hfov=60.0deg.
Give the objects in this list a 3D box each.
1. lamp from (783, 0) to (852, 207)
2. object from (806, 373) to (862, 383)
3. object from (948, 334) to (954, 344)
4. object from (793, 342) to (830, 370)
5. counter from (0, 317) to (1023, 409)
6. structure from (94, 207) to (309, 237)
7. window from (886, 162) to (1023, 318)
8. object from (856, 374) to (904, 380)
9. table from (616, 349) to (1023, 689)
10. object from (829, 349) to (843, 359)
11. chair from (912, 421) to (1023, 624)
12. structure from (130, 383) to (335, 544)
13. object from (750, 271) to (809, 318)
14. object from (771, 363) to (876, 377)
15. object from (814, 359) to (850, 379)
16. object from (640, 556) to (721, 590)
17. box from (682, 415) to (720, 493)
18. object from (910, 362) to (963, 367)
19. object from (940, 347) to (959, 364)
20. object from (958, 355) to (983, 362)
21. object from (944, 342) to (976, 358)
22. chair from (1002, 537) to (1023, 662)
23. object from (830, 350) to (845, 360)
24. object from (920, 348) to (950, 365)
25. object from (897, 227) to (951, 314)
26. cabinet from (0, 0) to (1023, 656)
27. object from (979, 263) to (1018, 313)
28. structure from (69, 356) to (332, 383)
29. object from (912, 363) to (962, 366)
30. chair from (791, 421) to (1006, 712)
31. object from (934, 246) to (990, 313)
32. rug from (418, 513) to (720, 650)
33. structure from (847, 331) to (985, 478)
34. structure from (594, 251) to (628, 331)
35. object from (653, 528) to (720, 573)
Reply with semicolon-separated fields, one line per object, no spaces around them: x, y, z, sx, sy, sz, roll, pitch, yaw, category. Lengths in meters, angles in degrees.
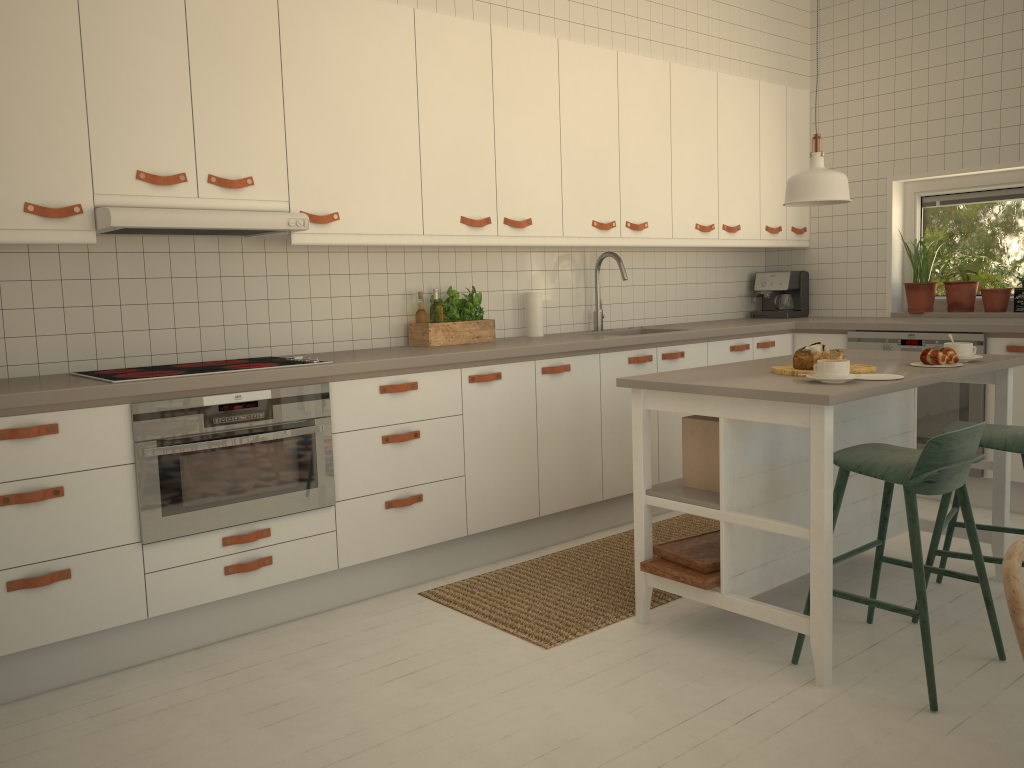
1.047;-1.374;3.040;0.230;1.489;0.230;-7;8;-39;lamp
0.984;-0.015;2.713;0.160;0.020;0.160;0;7;16;object
1.612;-0.137;3.228;0.028;0.086;0.102;-2;6;1;object
0.994;-0.094;2.950;0.090;0.087;0.086;-6;7;-32;object
0.765;-0.047;3.272;4.846;0.162;2.857;-7;8;-40;counter
-1.141;-0.573;3.157;0.681;0.073;0.482;-7;8;-40;structure
2.927;-0.755;4.595;0.293;0.815;1.898;-7;8;-40;window
1.139;-0.021;2.783;0.167;0.005;0.167;-8;9;-44;object
1.168;0.366;3.227;1.424;0.864;0.794;-7;8;-40;table
1.070;-0.086;2.987;0.072;0.057;0.083;-6;7;-34;object
1.667;0.423;3.051;0.446;0.751;0.485;2;7;35;chair
-1.121;0.231;3.241;0.682;0.447;0.704;-7;8;-40;structure
1.666;-0.566;5.624;0.280;0.292;0.316;-7;8;-39;object
1.050;-0.049;2.996;0.306;0.019;0.237;-5;7;-23;object
0.980;-0.044;2.711;0.098;0.064;0.094;-1;6;8;object
0.691;0.610;3.055;0.430;0.030;0.281;-7;8;-40;object
0.799;0.225;3.084;0.357;0.242;0.237;-7;8;-39;box
1.479;-0.067;3.092;0.167;0.005;0.167;-8;9;-44;object
1.516;-0.096;3.081;0.060;0.059;0.074;0;7;19;object
1.613;-0.091;3.208;0.160;0.020;0.160;-8;9;-43;object
1.614;-0.118;3.207;0.098;0.060;0.094;-8;8;-43;object
0.862;0.625;1.071;0.386;0.810;0.484;-7;8;-42;chair
1.086;-0.088;3.010;0.073;0.055;0.083;-6;7;-33;object
1.463;-0.096;3.093;0.070;0.060;0.131;-2;6;-2;object
2.389;-0.661;5.139;0.300;0.498;0.334;2;7;33;object
0.751;-0.442;3.232;4.846;2.158;2.854;-7;8;-40;cabinet
2.651;-0.524;4.832;0.194;0.277;0.177;0;6;17;object
-1.103;-0.048;3.169;0.764;0.057;0.504;-7;8;-40;structure
1.482;-0.069;3.095;0.120;0.005;0.122;-4;7;-22;object
1.173;0.481;2.682;0.485;0.751;0.446;-7;8;-40;chair
2.537;-0.588;4.996;0.234;0.369;0.258;-5;7;-28;object
0.635;0.749;3.829;2.001;0.004;0.750;-7;8;-40;rug
2.316;0.057;4.812;0.704;0.710;0.706;-7;8;-40;structure
0.516;-0.488;4.680;0.063;0.421;0.236;-6;7;-33;structure
0.737;0.572;3.114;0.430;0.030;0.281;-6;7;-31;object
